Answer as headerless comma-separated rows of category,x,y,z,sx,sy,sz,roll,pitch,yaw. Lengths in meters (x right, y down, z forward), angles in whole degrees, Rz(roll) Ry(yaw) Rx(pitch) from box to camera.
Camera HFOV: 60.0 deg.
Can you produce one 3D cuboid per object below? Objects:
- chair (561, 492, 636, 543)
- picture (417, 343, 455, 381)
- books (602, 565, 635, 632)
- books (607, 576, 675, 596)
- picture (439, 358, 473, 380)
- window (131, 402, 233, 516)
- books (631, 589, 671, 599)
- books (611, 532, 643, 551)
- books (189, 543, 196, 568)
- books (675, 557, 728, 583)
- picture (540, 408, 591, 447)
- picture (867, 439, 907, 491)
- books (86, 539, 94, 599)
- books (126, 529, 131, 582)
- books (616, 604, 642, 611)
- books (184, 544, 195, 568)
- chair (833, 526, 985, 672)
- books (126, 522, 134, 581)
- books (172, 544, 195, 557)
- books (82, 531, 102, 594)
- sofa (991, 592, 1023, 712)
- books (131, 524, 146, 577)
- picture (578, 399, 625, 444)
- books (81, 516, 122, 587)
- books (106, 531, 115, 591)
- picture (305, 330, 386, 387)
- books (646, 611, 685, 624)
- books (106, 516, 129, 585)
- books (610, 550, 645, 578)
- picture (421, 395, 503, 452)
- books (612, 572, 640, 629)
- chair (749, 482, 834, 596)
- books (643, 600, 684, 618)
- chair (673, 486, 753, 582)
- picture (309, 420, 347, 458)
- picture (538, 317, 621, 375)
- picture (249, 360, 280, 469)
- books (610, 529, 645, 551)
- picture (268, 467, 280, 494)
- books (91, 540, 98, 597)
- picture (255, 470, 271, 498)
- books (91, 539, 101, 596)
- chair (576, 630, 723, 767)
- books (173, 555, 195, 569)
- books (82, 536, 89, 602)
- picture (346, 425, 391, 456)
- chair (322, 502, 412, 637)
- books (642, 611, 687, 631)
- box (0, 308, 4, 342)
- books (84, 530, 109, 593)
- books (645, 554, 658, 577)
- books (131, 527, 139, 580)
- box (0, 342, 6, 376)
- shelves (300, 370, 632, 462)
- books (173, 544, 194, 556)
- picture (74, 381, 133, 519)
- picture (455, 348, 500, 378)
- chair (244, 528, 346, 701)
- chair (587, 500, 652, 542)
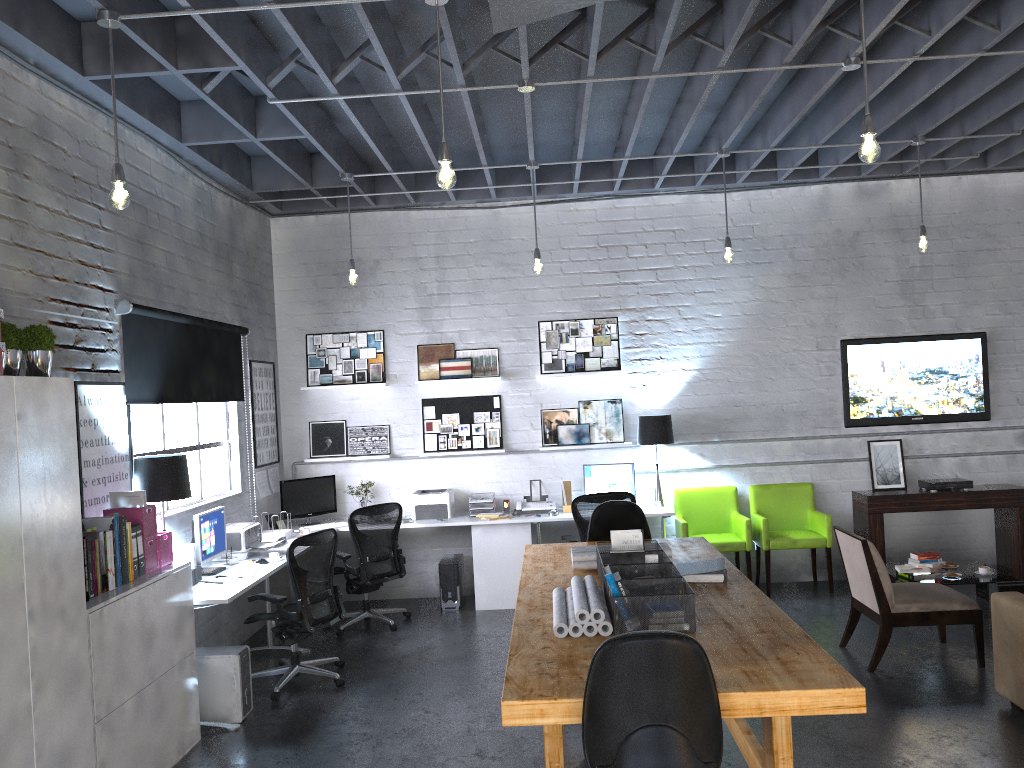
chair,0.710,1.410,7.505,0.731,1.031,0.753,-3,0,-29
picture,-0.709,-0.204,8.321,0.355,0.343,0.042,-3,0,2
books,0.423,0.849,3.532,0.108,0.234,0.166,-3,0,2
books,0.556,0.874,3.845,0.232,0.027,0.185,-3,-1,-26
picture,-0.528,-0.141,8.295,0.311,0.196,0.029,-3,0,2
window,-2.364,0.266,6.328,0.030,1.220,1.821,-3,0,2
books,0.568,0.898,3.849,0.250,0.022,0.205,-3,-1,7
books,0.598,0.870,4.561,0.158,0.200,0.082,-3,0,2
books,-2.095,1.139,5.629,0.177,0.246,0.026,-3,0,2
books,0.934,0.918,4.377,0.244,0.067,0.298,-3,-1,12
picture,0.498,0.400,8.264,0.452,0.345,0.054,-3,0,2
picture,3.437,0.741,8.125,0.308,0.457,0.092,-3,0,2
books,-2.058,0.870,4.159,0.167,0.275,0.037,-3,0,2
books,-2.035,0.878,4.521,0.161,0.266,0.026,-3,0,2
books,0.569,0.947,3.847,0.250,0.031,0.185,-3,-1,-1
books,-2.095,1.140,5.616,0.173,0.243,0.026,-3,0,2
chair,2.606,1.387,5.877,0.725,0.842,0.575,-3,0,2
books,-2.031,0.862,4.547,0.159,0.298,0.026,-3,0,2
books,-2.099,1.139,5.625,0.175,0.244,0.026,-3,0,2
books,-2.052,0.859,4.244,0.159,0.298,0.026,-3,0,2
sofa,3.831,1.413,4.444,2.330,0.628,1.104,-3,0,2
books,-2.057,0.880,4.661,0.220,0.271,0.082,-3,0,2
picture,0.833,0.350,8.258,0.410,0.408,0.047,-3,0,2
books,-2.047,0.837,4.414,0.176,0.346,0.053,-3,0,2
books,-2.043,0.866,4.337,0.174,0.286,0.045,-3,0,2
picture,-1.567,-0.239,8.348,0.749,0.503,0.058,-3,0,2
books,0.609,0.917,3.536,0.141,0.021,0.203,-3,-1,3
books,-2.049,0.842,4.474,0.197,0.339,0.065,-3,0,2
books,0.527,0.860,4.025,0.158,0.214,0.063,-3,0,2
picture,-0.466,0.371,8.307,0.749,0.503,0.058,-3,0,2
books,0.456,0.860,3.516,0.097,0.209,0.157,-3,0,2
chair,2.498,1.377,7.961,0.611,0.920,0.516,-3,0,2
books,0.603,0.896,3.531,0.127,0.022,0.181,-3,-1,-3
chair,1.805,1.413,7.990,0.611,0.920,0.516,-3,0,2
picture,-1.736,0.519,8.369,0.355,0.343,0.042,-3,0,2
picture,0.627,-0.355,8.256,0.749,0.503,0.058,-3,0,2
picture,-2.204,0.261,7.913,0.020,0.935,0.658,-3,0,2
books,0.601,0.863,4.592,0.171,0.210,0.046,-3,0,2
picture,-2.157,0.875,8.097,0.036,0.221,0.289,-3,0,2
books,-2.048,0.875,4.191,0.161,0.266,0.026,-3,0,2
picture,-2.171,0.872,7.749,0.036,0.221,0.289,-3,0,2
books,-2.044,0.875,4.218,0.161,0.266,0.027,-3,0,2
chair,0.415,1.305,2.841,0.659,1.165,0.687,-3,0,1
books,-2.068,1.171,5.587,0.134,0.176,0.020,-3,0,2
books,-2.053,0.856,4.088,0.182,0.302,0.034,-3,0,2
picture,-1.351,0.532,8.350,0.410,0.277,0.036,-3,0,2
chair,-1.259,1.512,7.434,0.753,1.031,0.731,-3,0,26
books,0.607,0.942,3.535,0.155,0.029,0.226,-3,-1,2
box,-2.100,-0.221,3.330,0.268,0.133,0.206,-3,0,2
books,-2.049,0.862,4.286,0.170,0.293,0.057,-3,0,2
books,0.597,0.870,4.053,0.143,0.188,0.061,-3,0,2
books,-2.060,0.882,4.601,0.219,0.267,0.060,-3,0,7
box,-2.092,-0.090,3.330,0.270,0.131,0.206,-3,0,2
shelves,-0.425,0.299,8.235,3.024,0.694,0.199,-3,0,2
books,-2.097,1.141,5.612,0.172,0.243,0.026,-3,0,3
picture,-2.315,0.376,5.053,0.020,0.780,0.606,-3,0,2
picture,-0.324,-0.192,8.302,0.410,0.277,0.036,-3,0,2
chair,-1.494,1.508,5.985,0.753,1.031,0.732,-3,0,6
chair,0.711,1.319,5.396,0.659,1.165,0.687,-3,0,1
